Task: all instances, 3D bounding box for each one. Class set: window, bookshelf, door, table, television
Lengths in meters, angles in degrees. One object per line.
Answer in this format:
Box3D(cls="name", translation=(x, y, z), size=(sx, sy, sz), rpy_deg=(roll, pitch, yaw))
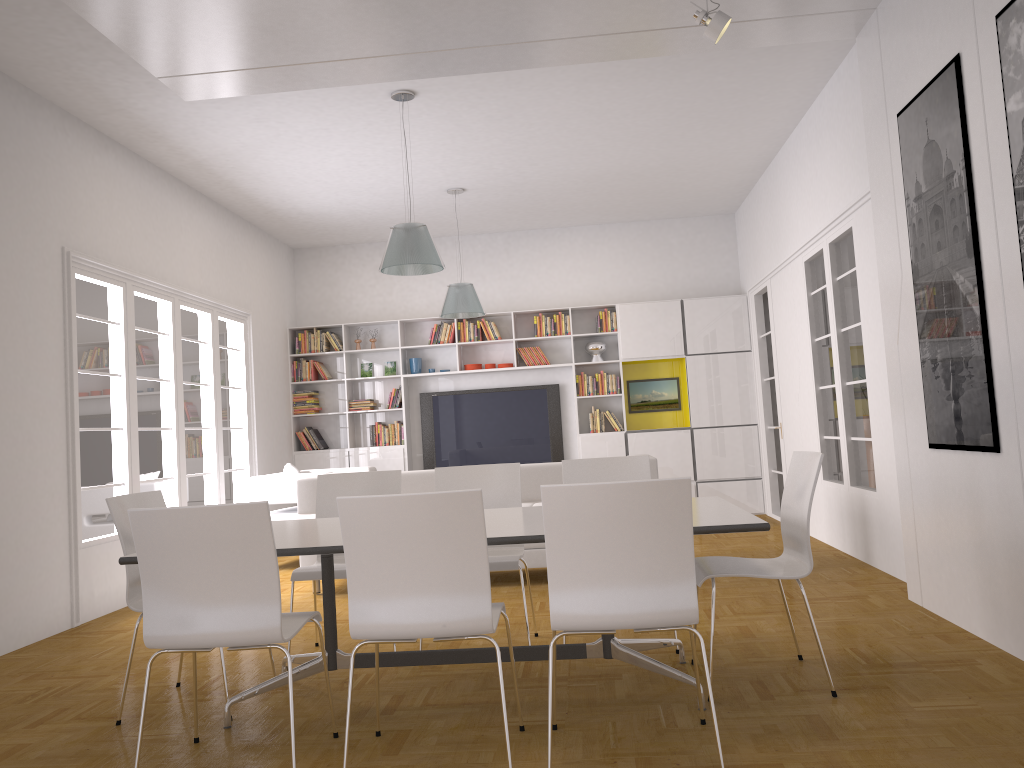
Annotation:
Box3D(cls="window", translation=(-2.875, 0.417, 7.553), size=(0.195, 2.532, 3.346), rpy_deg=(-4, -3, 5))
Box3D(cls="bookshelf", translation=(0.102, 0.403, 10.371), size=(5.364, 2.483, 0.389), rpy_deg=(-4, -4, 4))
Box3D(cls="door", translation=(2.711, 0.193, 9.249), size=(0.139, 2.458, 1.007), rpy_deg=(-4, -4, 5))
Box3D(cls="table", translation=(-0.210, 0.961, 3.817), size=(2.410, 0.723, 1.209), rpy_deg=(-4, -3, 4))
Box3D(cls="television", translation=(-0.237, 0.597, 10.451), size=(1.660, 1.089, 0.082), rpy_deg=(-4, -4, 4))

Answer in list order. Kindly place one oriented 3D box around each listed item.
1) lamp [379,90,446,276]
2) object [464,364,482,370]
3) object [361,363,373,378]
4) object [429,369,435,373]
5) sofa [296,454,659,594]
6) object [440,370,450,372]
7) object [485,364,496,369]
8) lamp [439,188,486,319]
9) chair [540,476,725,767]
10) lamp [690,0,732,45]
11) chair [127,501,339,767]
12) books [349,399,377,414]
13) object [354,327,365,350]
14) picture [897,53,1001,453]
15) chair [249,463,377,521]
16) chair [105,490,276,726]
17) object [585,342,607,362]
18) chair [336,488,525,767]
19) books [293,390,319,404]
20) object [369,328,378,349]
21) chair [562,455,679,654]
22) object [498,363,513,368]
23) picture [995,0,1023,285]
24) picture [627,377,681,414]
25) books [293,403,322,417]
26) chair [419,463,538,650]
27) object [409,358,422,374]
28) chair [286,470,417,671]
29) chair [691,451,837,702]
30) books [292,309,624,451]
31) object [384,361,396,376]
Box3D(cls="lamp", translation=(-0.728, -1.411, 6.178), size=(0.464, 1.251, 0.464), rpy_deg=(-4, -4, 4))
Box3D(cls="object", translation=(-0.457, -0.191, 10.430), size=(0.210, 0.073, 0.210), rpy_deg=(-2, -3, -21))
Box3D(cls="object", translation=(-1.744, -0.159, 10.642), size=(0.144, 0.190, 0.051), rpy_deg=(-4, -4, 4))
Box3D(cls="object", translation=(-0.944, -0.150, 10.455), size=(0.078, 0.056, 0.078), rpy_deg=(-6, -4, 30))
Box3D(cls="sofa", translation=(-0.218, 1.042, 6.742), size=(2.622, 0.850, 0.821), rpy_deg=(-4, -4, 4))
Box3D(cls="object", translation=(-0.788, -0.148, 10.442), size=(0.124, 0.032, 0.123), rpy_deg=(-3, -3, -10))
Box3D(cls="object", translation=(-0.254, -0.198, 10.414), size=(0.128, 0.073, 0.129), rpy_deg=(-4, -3, 1))
Box3D(cls="lamp", translation=(-0.520, -1.291, 8.707), size=(0.464, 1.251, 0.464), rpy_deg=(-4, -4, 4))
Box3D(cls="chair", translation=(0.375, 0.780, 3.000), size=(0.561, 0.932, 0.574), rpy_deg=(-4, -4, 4))
Box3D(cls="lamp", translation=(1.012, -1.880, 4.435), size=(0.167, 0.365, 0.173), rpy_deg=(0, -5, -43))
Box3D(cls="chair", translation=(-0.980, 0.871, 3.105), size=(0.561, 0.932, 0.574), rpy_deg=(-4, -4, 4))
Box3D(cls="books", translation=(-1.767, 0.264, 10.513), size=(0.284, 0.153, 0.207), rpy_deg=(-4, -3, 4))
Box3D(cls="object", translation=(-1.812, -0.530, 10.588), size=(0.120, 0.279, 0.179), rpy_deg=(-4, -4, 10))
Box3D(cls="picture", translation=(2.076, -0.571, 4.278), size=(0.013, 1.783, 0.786), rpy_deg=(-4, -4, 5))
Box3D(cls="chair", translation=(-1.828, 1.183, 8.376), size=(0.801, 0.913, 1.095), rpy_deg=(-5, -4, 14))
Box3D(cls="chair", translation=(-1.430, 0.943, 3.935), size=(0.575, 0.932, 0.560), rpy_deg=(-4, -4, 4))
Box3D(cls="object", translation=(0.976, -0.364, 10.320), size=(0.256, 0.239, 0.256), rpy_deg=(-4, -4, 12))
Box3D(cls="chair", translation=(-0.282, 0.824, 3.051), size=(0.561, 0.932, 0.574), rpy_deg=(-4, -4, 4))
Box3D(cls="books", translation=(-2.458, 0.161, 10.577), size=(0.252, 0.153, 0.207), rpy_deg=(-4, -3, 4))
Box3D(cls="object", translation=(-1.691, -0.528, 10.595), size=(0.179, 0.260, 0.119), rpy_deg=(-5, -4, 25))
Box3D(cls="chair", translation=(0.515, 0.853, 4.547), size=(0.561, 0.932, 0.574), rpy_deg=(-4, -4, 4))
Box3D(cls="object", translation=(-0.076, -0.207, 10.381), size=(0.182, 0.054, 0.182), rpy_deg=(-4, -3, 1))
Box3D(cls="picture", translation=(1.981, -0.624, 3.143), size=(0.016, 1.783, 0.786), rpy_deg=(-4, -4, 5))
Box3D(cls="picture", translation=(1.658, 0.134, 10.365), size=(0.609, 0.389, 0.007), rpy_deg=(-4, -4, 4))
Box3D(cls="books", translation=(-2.433, 0.309, 10.565), size=(0.284, 0.153, 0.207), rpy_deg=(-4, -3, 4))
Box3D(cls="chair", translation=(-0.182, 0.899, 4.601), size=(0.561, 0.932, 0.574), rpy_deg=(-4, -4, 4))
Box3D(cls="object", translation=(-1.136, -0.205, 10.475), size=(0.147, 0.193, 0.147), rpy_deg=(-3, -4, -6))
Box3D(cls="chair", translation=(-0.839, 0.943, 4.652), size=(0.561, 0.932, 0.574), rpy_deg=(-4, -4, 4))
Box3D(cls="chair", translation=(1.043, 0.770, 3.745), size=(0.575, 0.932, 0.560), rpy_deg=(-4, -4, 4))
Box3D(cls="books", translation=(-0.671, -0.048, 10.430), size=(3.861, 1.458, 0.235), rpy_deg=(-4, -4, 4))
Box3D(cls="object", translation=(-1.456, -0.178, 10.619), size=(0.144, 0.190, 0.051), rpy_deg=(-4, -4, 4))
